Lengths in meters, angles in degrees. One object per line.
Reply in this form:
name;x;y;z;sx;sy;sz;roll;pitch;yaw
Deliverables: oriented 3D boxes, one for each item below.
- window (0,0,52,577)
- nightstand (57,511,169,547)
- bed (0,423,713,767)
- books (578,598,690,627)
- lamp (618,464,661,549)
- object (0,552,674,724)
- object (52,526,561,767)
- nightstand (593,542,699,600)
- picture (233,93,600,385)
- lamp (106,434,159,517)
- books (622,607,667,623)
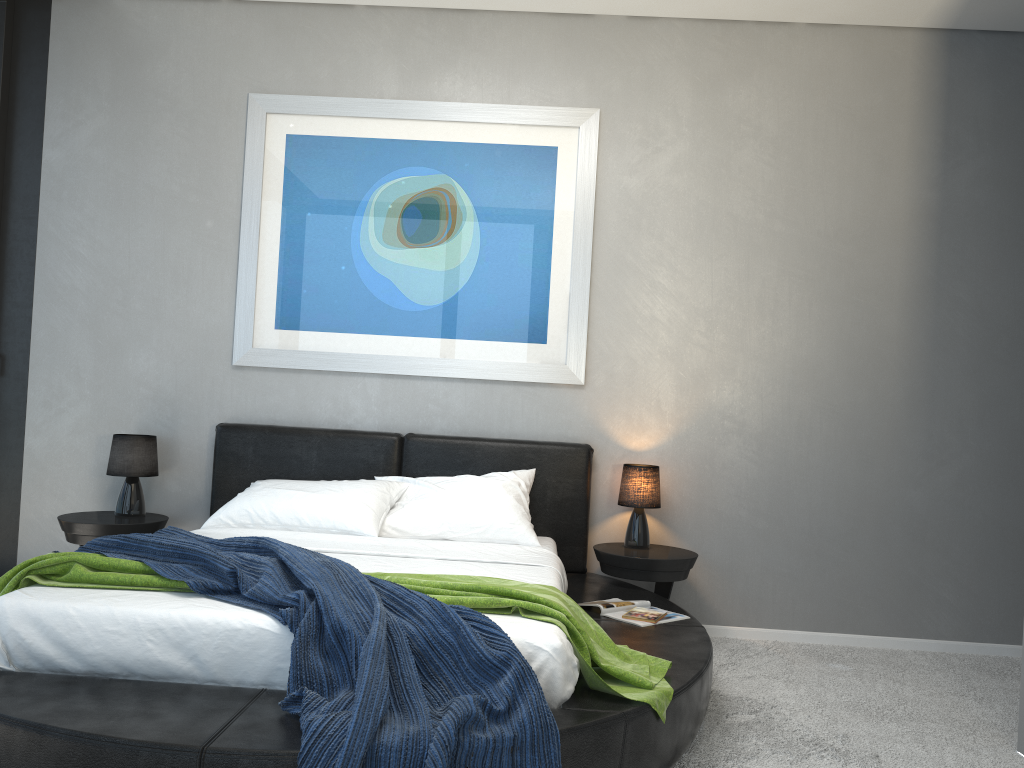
window;-0.981;-0.435;4.695;3.596;3.182;9.728;3;-2;2
nightstand;-1.950;0.868;4.318;0.496;0.440;0.497;3;-1;13
bed;-0.622;0.667;3.245;2.755;0.933;2.618;3;-2;2
books;0.470;0.903;3.583;0.301;0.039;0.395;5;-2;-42
lamp;0.620;0.595;4.326;0.208;0.400;0.219;4;-1;-17
object;-0.648;0.724;2.770;2.302;0.342;0.646;3;-2;2
object;-0.816;0.769;2.678;2.153;0.567;0.686;2;-2;44
nightstand;0.623;1.013;4.225;0.496;0.440;0.497;3;-2;31
picture;-0.493;-0.744;4.527;1.800;1.400;0.025;3;-1;2
lamp;-1.891;0.454;4.421;0.242;0.400;0.219;4;-1;-29
books;0.525;0.910;3.497;0.133;0.012;0.189;2;-2;24
